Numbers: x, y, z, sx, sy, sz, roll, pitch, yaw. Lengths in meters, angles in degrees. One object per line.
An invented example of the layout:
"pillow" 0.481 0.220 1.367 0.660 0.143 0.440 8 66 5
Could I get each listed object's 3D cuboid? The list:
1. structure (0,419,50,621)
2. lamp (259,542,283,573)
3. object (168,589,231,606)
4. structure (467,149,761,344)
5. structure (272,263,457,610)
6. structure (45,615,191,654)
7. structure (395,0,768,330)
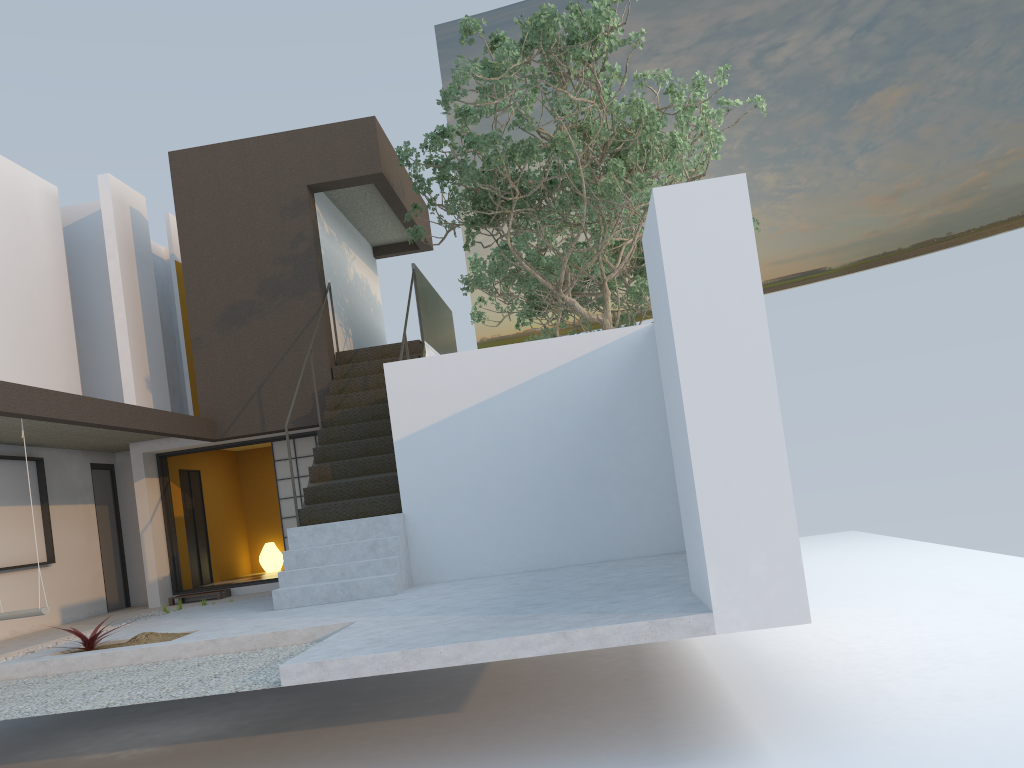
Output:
"structure" -4.440 1.139 7.805 0.462 1.860 0.129 -8 -2 5
"lamp" -3.946 2.848 14.464 0.386 0.498 0.397 -7 -4 -7
"object" -4.124 2.820 11.679 0.704 0.100 0.352 -8 -7 5
"structure" 2.020 -1.549 17.245 5.493 4.683 7.366 -6 -6 -16
"structure" -1.593 0.438 11.402 1.159 3.927 6.584 -8 -6 4
"structure" -3.158 2.010 7.042 1.204 0.290 0.750 -8 -7 5
"structure" 0.877 -2.119 10.730 4.322 3.685 5.796 -6 -6 -16
